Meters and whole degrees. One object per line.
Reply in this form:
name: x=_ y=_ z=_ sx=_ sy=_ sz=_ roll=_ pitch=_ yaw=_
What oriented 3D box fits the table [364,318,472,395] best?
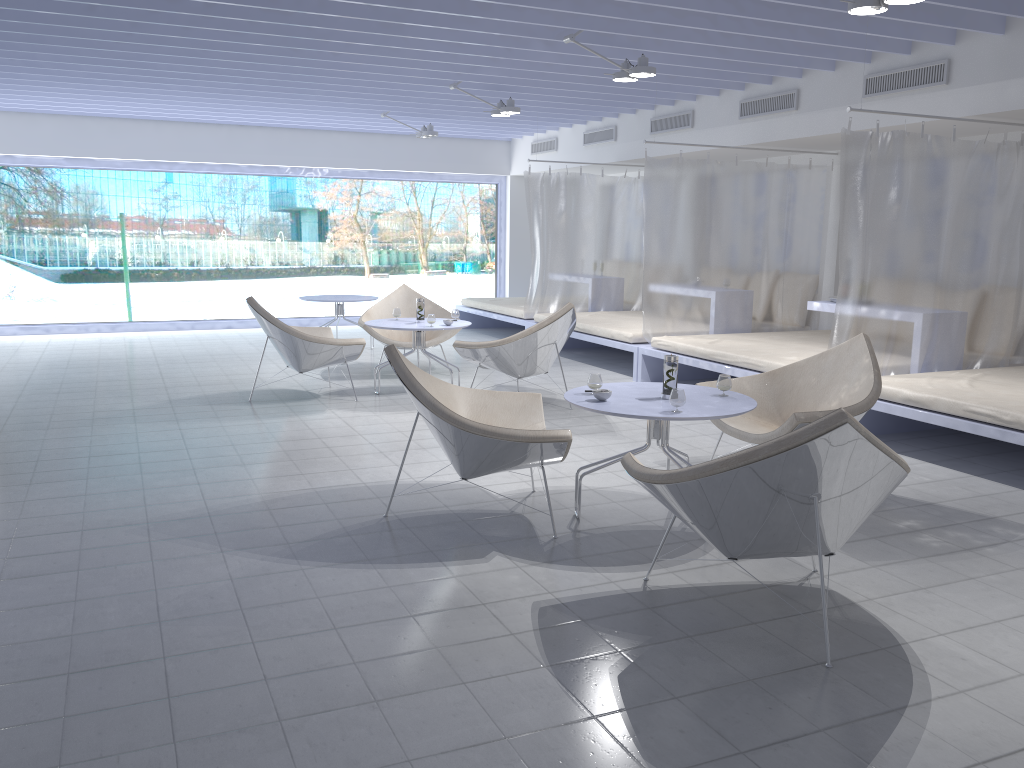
table: x=-0.728 y=-0.210 z=6.905 sx=0.825 sy=0.534 sz=0.823 roll=-5 pitch=12 yaw=-33

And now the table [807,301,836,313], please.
table: x=2.642 y=-0.334 z=6.363 sx=0.416 sy=0.450 sz=1.065 roll=-4 pitch=11 yaw=-24

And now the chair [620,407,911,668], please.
chair: x=0.868 y=0.385 z=2.874 sx=0.906 sy=0.759 sz=0.753 roll=-1 pitch=10 yaw=-9

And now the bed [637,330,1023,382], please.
bed: x=2.433 y=-0.107 z=6.883 sx=2.022 sy=0.422 sz=2.200 roll=-4 pitch=11 yaw=-24

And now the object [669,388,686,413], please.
object: x=0.660 y=0.066 z=3.539 sx=0.068 sy=0.091 sz=0.068 roll=-6 pitch=12 yaw=-34

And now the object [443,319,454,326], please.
object: x=-0.479 y=-0.462 z=6.685 sx=0.082 sy=0.043 sz=0.082 roll=7 pitch=12 yaw=34

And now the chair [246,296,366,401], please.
chair: x=-1.580 y=-0.278 z=6.559 sx=0.753 sy=0.759 sz=0.906 roll=-4 pitch=11 yaw=-28

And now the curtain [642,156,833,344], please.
curtain: x=1.975 y=-1.142 z=7.713 sx=1.998 sy=1.559 sz=0.125 roll=-4 pitch=11 yaw=-25

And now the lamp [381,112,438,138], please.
lamp: x=-1.103 y=-2.760 z=9.454 sx=0.587 sy=0.218 sz=0.380 roll=-4 pitch=11 yaw=-24

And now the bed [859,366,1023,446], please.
bed: x=3.317 y=0.243 z=4.889 sx=2.016 sy=0.427 sz=2.200 roll=-4 pitch=11 yaw=-24

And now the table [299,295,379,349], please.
table: x=-1.820 y=-0.645 z=9.363 sx=0.825 sy=0.534 sz=0.823 roll=5 pitch=10 yaw=22

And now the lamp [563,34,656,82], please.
lamp: x=0.605 y=-2.092 z=5.676 sx=0.587 sy=0.218 sz=0.380 roll=-4 pitch=11 yaw=-24

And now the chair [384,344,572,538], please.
chair: x=-0.184 y=0.202 z=3.862 sx=0.753 sy=0.759 sz=0.906 roll=0 pitch=10 yaw=-7

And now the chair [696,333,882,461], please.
chair: x=1.448 y=0.132 z=4.404 sx=0.753 sy=0.759 sz=0.906 roll=-3 pitch=10 yaw=-20

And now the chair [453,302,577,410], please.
chair: x=0.130 y=-0.234 z=6.438 sx=0.753 sy=0.759 sz=0.906 roll=8 pitch=12 yaw=35

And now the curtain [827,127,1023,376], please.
curtain: x=2.833 y=-0.810 z=5.715 sx=2.050 sy=1.552 sz=0.151 roll=-4 pitch=11 yaw=-24

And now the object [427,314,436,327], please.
object: x=-0.599 y=-0.471 z=6.583 sx=0.068 sy=0.091 sz=0.068 roll=2 pitch=10 yaw=4

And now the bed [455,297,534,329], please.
bed: x=0.636 y=-0.810 z=10.856 sx=2.022 sy=0.422 sz=2.200 roll=-4 pitch=11 yaw=-24

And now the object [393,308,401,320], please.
object: x=-0.915 y=-0.555 z=7.050 sx=0.068 sy=0.091 sz=0.068 roll=1 pitch=10 yaw=-2

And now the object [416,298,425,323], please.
object: x=-0.709 y=-0.572 z=6.876 sx=0.075 sy=0.189 sz=0.075 roll=-5 pitch=11 yaw=-32

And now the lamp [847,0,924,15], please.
lamp: x=1.455 y=-1.759 z=3.796 sx=0.587 sy=0.218 sz=0.380 roll=-4 pitch=11 yaw=-24

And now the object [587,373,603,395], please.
object: x=0.365 y=-0.001 z=3.907 sx=0.068 sy=0.091 sz=0.068 roll=-6 pitch=12 yaw=-34

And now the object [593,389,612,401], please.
object: x=0.382 y=0.049 z=3.758 sx=0.082 sy=0.043 sz=0.082 roll=-3 pitch=10 yaw=-22

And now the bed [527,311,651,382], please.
bed: x=1.521 y=-0.459 z=8.861 sx=2.016 sy=0.427 sz=2.200 roll=-4 pitch=11 yaw=-24

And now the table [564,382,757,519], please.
table: x=0.633 y=0.323 z=3.890 sx=0.823 sy=0.534 sz=0.825 roll=10 pitch=13 yaw=42

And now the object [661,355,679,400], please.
object: x=0.683 y=-0.030 z=3.825 sx=0.075 sy=0.185 sz=0.075 roll=6 pitch=11 yaw=28

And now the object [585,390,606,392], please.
object: x=0.352 y=0.031 z=3.747 sx=0.098 sy=0.016 sz=0.012 roll=-4 pitch=11 yaw=-24

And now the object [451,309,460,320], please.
object: x=-0.449 y=-0.545 z=7.028 sx=0.068 sy=0.091 sz=0.068 roll=-5 pitch=11 yaw=-31

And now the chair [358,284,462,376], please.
chair: x=-0.916 y=-0.492 z=7.866 sx=0.906 sy=0.759 sz=0.753 roll=-2 pitch=10 yaw=-14

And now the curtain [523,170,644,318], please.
curtain: x=1.036 y=-1.513 z=9.689 sx=2.050 sy=1.552 sz=0.151 roll=-4 pitch=11 yaw=-24

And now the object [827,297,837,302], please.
object: x=2.525 y=-0.620 z=6.600 sx=0.275 sy=0.031 sz=0.429 roll=-3 pitch=10 yaw=-22

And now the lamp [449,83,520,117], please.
lamp: x=-0.245 y=-2.425 z=7.556 sx=0.587 sy=0.218 sz=0.380 roll=-4 pitch=11 yaw=-24

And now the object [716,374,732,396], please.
object: x=0.936 y=0.006 z=3.912 sx=0.068 sy=0.091 sz=0.068 roll=-6 pitch=12 yaw=-34
